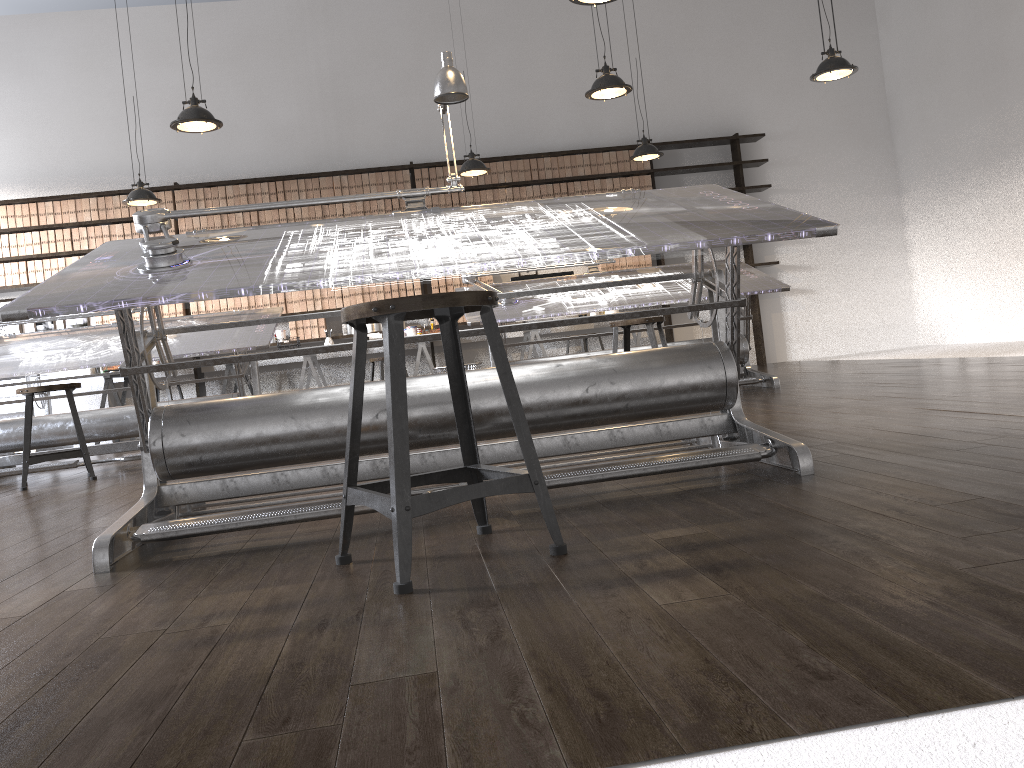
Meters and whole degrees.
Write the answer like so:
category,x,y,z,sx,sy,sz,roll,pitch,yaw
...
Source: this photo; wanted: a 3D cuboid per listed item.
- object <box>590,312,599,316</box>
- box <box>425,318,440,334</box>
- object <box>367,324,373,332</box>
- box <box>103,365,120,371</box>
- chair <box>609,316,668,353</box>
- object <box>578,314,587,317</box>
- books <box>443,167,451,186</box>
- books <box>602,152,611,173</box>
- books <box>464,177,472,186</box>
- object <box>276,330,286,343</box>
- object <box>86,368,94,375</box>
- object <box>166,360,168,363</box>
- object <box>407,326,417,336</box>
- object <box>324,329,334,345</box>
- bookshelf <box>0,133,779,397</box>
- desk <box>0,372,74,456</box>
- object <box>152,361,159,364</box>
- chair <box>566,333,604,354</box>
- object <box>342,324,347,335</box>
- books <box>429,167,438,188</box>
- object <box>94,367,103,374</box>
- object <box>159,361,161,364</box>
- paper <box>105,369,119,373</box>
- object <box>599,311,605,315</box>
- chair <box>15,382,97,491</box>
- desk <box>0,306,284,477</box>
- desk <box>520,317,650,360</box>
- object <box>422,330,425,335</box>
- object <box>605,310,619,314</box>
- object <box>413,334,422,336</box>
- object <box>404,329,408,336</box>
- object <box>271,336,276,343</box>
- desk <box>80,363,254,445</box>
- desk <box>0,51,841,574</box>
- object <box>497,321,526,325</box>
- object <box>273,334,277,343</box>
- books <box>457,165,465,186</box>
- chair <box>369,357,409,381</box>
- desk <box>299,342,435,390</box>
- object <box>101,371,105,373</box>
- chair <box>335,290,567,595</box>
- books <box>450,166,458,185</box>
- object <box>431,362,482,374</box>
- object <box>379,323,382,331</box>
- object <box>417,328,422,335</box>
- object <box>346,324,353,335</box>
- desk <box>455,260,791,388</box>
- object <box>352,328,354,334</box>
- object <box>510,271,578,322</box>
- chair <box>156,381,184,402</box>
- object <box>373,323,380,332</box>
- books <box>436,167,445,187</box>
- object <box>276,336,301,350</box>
category,x,y,z,sx,sy,sz,roll,pitch,yaw
object,0.826,-0.709,8.861,0.094,0.145,0.095,-7,0,19
box,-0.752,-0.562,8.735,0.212,0.207,0.137,-7,0,-7
object,-1.424,-0.572,8.869,0.062,0.119,0.061,-6,-1,-38
box,-3.731,-0.143,8.368,0.212,0.083,0.137,-7,1,-7
chair,0.751,-0.109,5.107,0.371,0.528,0.359,-7,0,22
object,0.721,-0.699,9.006,0.097,0.142,0.091,-6,0,-27
books,-0.667,-2.099,9.076,0.067,0.226,0.174,-6,0,-7
books,0.976,-2.295,9.274,0.067,0.226,0.174,-6,0,-7
books,-0.464,-2.123,9.099,0.067,0.226,0.174,-6,0,-7
object,-2.298,-0.471,8.815,0.095,0.128,0.094,-7,0,0
object,-3.936,-0.126,8.266,0.068,0.104,0.068,-7,0,-2
object,-3.308,-0.202,8.540,0.061,0.094,0.062,-7,-1,42
object,-0.978,-0.496,8.720,0.105,0.142,0.104,-7,0,1
object,-1.803,-0.435,8.718,0.101,0.209,0.102,-7,-1,38
bookshelf,-1.684,-0.572,8.984,9.182,3.211,0.373,-7,-1,-7
desk,-4.760,0.147,8.096,1.269,1.099,1.070,-7,0,-7
object,-3.397,-0.189,8.437,0.061,0.094,0.062,-7,0,33
chair,0.690,-0.195,8.193,0.359,0.528,0.370,-6,0,-38
object,-1.677,-0.544,8.927,0.061,0.119,0.062,-7,-1,34
books,-0.807,-2.082,9.059,0.067,0.226,0.174,-6,0,-7
object,-3.876,-0.196,8.289,0.069,0.230,0.068,-6,-1,-10
object,-3.348,-0.195,8.487,0.063,0.093,0.063,-7,0,42
paper,-3.694,-0.117,8.217,0.155,0.038,0.137,-7,2,-22
object,0.908,-0.721,8.910,0.068,0.155,0.068,-6,-1,-30
chair,-2.436,0.272,4.709,0.359,0.528,0.370,-6,0,-28
desk,-2.626,-0.172,5.600,2.281,1.388,1.075,-7,0,-7
desk,0.726,-0.290,8.790,1.669,0.670,0.655,-7,0,-7
object,-0.887,-0.482,8.755,0.060,0.089,0.059,-7,0,-2
object,0.995,-0.748,8.853,0.144,0.196,0.145,-6,0,-34
object,-0.867,-0.458,8.541,0.197,0.050,0.132,-8,2,-36
object,-1.037,-0.487,8.820,0.095,0.128,0.094,-7,0,-11
object,-2.371,-0.447,8.845,0.062,0.093,0.181,-7,1,7
desk,-3.127,0.171,8.319,1.669,0.670,0.655,-7,0,-7
desk,-0.239,-0.361,2.684,2.070,1.388,1.075,-7,0,-7
object,-0.015,-0.624,8.903,0.284,0.161,0.203,-7,1,-15
object,-2.360,-0.452,8.842,0.045,0.101,0.044,-7,-1,-4
books,-0.530,-2.115,9.087,0.067,0.226,0.174,-6,0,-7
chair,-1.094,0.020,7.948,0.372,0.528,0.357,-6,0,-33
desk,-1.386,-0.038,8.532,1.669,0.670,0.655,-7,0,-7
object,-3.811,-0.106,8.266,0.049,0.037,0.049,-7,1,-10
chair,-0.156,0.096,1.775,0.359,0.528,0.370,-6,0,-28
books,-0.597,-2.107,9.084,0.067,0.226,0.174,-6,0,-7
object,-0.361,0.056,6.147,0.352,0.378,0.353,-7,0,15
object,-1.316,-0.587,8.952,0.062,0.119,0.061,-6,-1,-38
object,-0.906,-0.490,8.689,0.049,0.112,0.049,-7,-1,-3
object,-1.626,-0.549,8.885,0.062,0.118,0.063,-7,-1,34
desk,0.681,-0.567,6.005,2.070,1.388,1.075,-7,0,-7
object,-1.566,-0.555,8.848,0.061,0.119,0.062,-7,-1,43
object,0.326,-0.841,8.891,0.643,0.518,0.204,-7,-1,-7
chair,-3.049,0.251,7.779,0.371,0.528,0.358,-7,0,2
object,-1.392,-0.595,8.975,0.094,0.162,0.205,-7,1,-5
books,-0.736,-2.090,9.063,0.067,0.226,0.174,-6,0,-7
object,-2.152,-0.366,8.550,0.204,0.161,0.284,-7,1,-7
